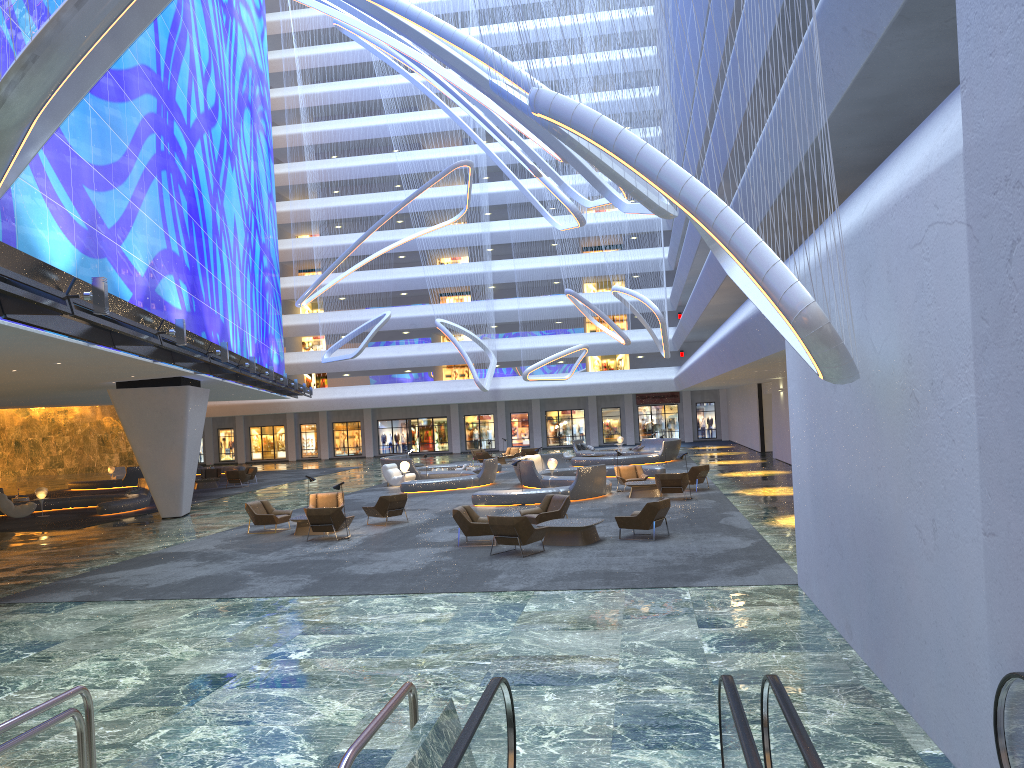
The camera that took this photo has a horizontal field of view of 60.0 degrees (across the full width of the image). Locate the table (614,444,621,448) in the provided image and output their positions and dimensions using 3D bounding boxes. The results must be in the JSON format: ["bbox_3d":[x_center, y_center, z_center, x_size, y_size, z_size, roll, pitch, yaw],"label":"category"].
[{"bbox_3d":[5.814,3.567,48.114,0.417,0.595,0.428,-3,-1,-38],"label":"table"}]

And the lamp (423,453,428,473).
[{"bbox_3d":[-3.219,3.243,33.327,0.202,1.300,0.384,-3,0,-16],"label":"lamp"}]

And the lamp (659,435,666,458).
[{"bbox_3d":[6.796,2.910,39.782,0.201,1.300,0.384,-3,0,-32],"label":"lamp"}]

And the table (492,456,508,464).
[{"bbox_3d":[-0.902,3.970,45.854,1.204,0.392,1.202,-5,-2,44],"label":"table"}]

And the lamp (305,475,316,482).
[{"bbox_3d":[-5.260,3.027,23.164,0.202,1.300,0.384,-3,0,25],"label":"lamp"}]

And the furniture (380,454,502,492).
[{"bbox_3d":[-3.085,3.457,36.013,5.185,0.969,9.931,-3,-2,0],"label":"furniture"}]

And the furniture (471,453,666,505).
[{"bbox_3d":[1.613,2.999,29.575,5.189,0.969,9.923,-4,-2,25],"label":"furniture"}]

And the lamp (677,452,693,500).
[{"bbox_3d":[4.747,2.526,24.369,0.384,1.300,0.202,-3,0,26],"label":"lamp"}]

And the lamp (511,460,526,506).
[{"bbox_3d":[0.184,2.796,25.122,0.384,1.300,0.202,-3,0,26],"label":"lamp"}]

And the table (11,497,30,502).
[{"bbox_3d":[-18.685,4.541,33.833,0.671,0.406,0.674,-3,-1,-5],"label":"table"}]

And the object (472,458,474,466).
[{"bbox_3d":[-1.686,3.391,38.411,0.066,0.356,0.076,-3,0,-24],"label":"object"}]

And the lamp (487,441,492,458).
[{"bbox_3d":[-1.070,3.474,44.135,0.202,1.300,0.384,-3,0,-29],"label":"lamp"}]

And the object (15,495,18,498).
[{"bbox_3d":[-18.830,4.281,33.667,0.151,0.118,0.071,-4,-1,44],"label":"object"}]

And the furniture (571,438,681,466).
[{"bbox_3d":[5.593,3.252,44.184,5.186,0.969,9.929,-3,-2,5],"label":"furniture"}]

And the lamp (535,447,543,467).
[{"bbox_3d":[1.054,3.013,33.326,0.384,1.300,0.202,-3,0,26],"label":"lamp"}]

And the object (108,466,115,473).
[{"bbox_3d":[-20.724,4.432,45.840,0.367,0.387,0.318,-3,-1,16],"label":"object"}]

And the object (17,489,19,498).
[{"bbox_3d":[-18.844,4.168,33.819,0.076,0.356,0.066,-3,0,1],"label":"object"}]

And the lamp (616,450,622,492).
[{"bbox_3d":[3.332,2.705,27.574,0.202,1.300,0.384,-3,0,25],"label":"lamp"}]

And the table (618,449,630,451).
[{"bbox_3d":[5.878,3.631,46.716,0.671,0.406,0.673,-3,-1,5],"label":"table"}]

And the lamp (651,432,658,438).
[{"bbox_3d":[7.106,3.024,43.829,0.384,1.300,0.202,-3,0,8],"label":"lamp"}]

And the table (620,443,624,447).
[{"bbox_3d":[6.030,3.604,49.364,0.417,0.595,0.428,-3,-1,-17],"label":"table"}]

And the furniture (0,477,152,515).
[{"bbox_3d":[-17.276,4.077,31.516,9.934,0.969,5.183,-4,-2,25],"label":"furniture"}]

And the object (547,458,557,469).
[{"bbox_3d":[1.397,2.751,30.584,0.367,0.387,0.318,-3,-1,16],"label":"object"}]

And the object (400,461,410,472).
[{"bbox_3d":[-4.097,3.153,33.895,0.366,0.387,0.318,-3,-1,-9],"label":"object"}]

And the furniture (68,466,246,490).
[{"bbox_3d":[-18.929,4.674,47.350,5.189,0.969,9.923,-4,-2,25],"label":"furniture"}]

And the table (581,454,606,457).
[{"bbox_3d":[3.925,3.605,42.579,1.203,0.392,1.203,-3,-2,9],"label":"table"}]

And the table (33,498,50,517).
[{"bbox_3d":[-15.734,4.136,29.688,0.428,0.595,0.418,-3,-1,8],"label":"table"}]

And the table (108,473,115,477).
[{"bbox_3d":[-20.743,4.924,45.817,0.418,0.595,0.427,-3,-1,8],"label":"table"}]

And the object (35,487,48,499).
[{"bbox_3d":[-15.784,3.649,29.732,0.318,0.387,0.367,-3,-1,16],"label":"object"}]

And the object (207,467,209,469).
[{"bbox_3d":[-16.779,4.660,48.909,0.071,0.118,0.151,-3,-1,44],"label":"object"}]

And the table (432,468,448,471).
[{"bbox_3d":[-3.109,3.843,38.235,0.674,0.406,0.670,-4,-1,28],"label":"table"}]

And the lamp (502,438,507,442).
[{"bbox_3d":[-0.384,3.547,47.571,0.384,1.300,0.202,-3,0,-30],"label":"lamp"}]

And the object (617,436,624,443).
[{"bbox_3d":[6.035,3.113,49.403,0.366,0.387,0.318,-3,-1,-9],"label":"object"}]

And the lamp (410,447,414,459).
[{"bbox_3d":[-4.616,3.565,41.036,0.201,1.300,0.384,-3,0,-38],"label":"lamp"}]

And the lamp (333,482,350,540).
[{"bbox_3d":[-3.844,2.848,19.959,0.384,1.300,0.202,-3,0,26],"label":"lamp"}]

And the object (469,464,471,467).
[{"bbox_3d":[-1.815,3.515,38.340,0.071,0.118,0.151,-3,-1,19],"label":"object"}]

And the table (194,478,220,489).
[{"bbox_3d":[-13.733,4.464,39.707,1.202,0.392,1.204,-2,-2,-27],"label":"table"}]

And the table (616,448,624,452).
[{"bbox_3d":[5.320,3.441,43.368,0.418,0.595,0.427,-3,-1,5],"label":"table"}]

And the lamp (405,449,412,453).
[{"bbox_3d":[-4.527,3.483,38.624,0.384,1.300,0.202,-3,0,2],"label":"lamp"}]
